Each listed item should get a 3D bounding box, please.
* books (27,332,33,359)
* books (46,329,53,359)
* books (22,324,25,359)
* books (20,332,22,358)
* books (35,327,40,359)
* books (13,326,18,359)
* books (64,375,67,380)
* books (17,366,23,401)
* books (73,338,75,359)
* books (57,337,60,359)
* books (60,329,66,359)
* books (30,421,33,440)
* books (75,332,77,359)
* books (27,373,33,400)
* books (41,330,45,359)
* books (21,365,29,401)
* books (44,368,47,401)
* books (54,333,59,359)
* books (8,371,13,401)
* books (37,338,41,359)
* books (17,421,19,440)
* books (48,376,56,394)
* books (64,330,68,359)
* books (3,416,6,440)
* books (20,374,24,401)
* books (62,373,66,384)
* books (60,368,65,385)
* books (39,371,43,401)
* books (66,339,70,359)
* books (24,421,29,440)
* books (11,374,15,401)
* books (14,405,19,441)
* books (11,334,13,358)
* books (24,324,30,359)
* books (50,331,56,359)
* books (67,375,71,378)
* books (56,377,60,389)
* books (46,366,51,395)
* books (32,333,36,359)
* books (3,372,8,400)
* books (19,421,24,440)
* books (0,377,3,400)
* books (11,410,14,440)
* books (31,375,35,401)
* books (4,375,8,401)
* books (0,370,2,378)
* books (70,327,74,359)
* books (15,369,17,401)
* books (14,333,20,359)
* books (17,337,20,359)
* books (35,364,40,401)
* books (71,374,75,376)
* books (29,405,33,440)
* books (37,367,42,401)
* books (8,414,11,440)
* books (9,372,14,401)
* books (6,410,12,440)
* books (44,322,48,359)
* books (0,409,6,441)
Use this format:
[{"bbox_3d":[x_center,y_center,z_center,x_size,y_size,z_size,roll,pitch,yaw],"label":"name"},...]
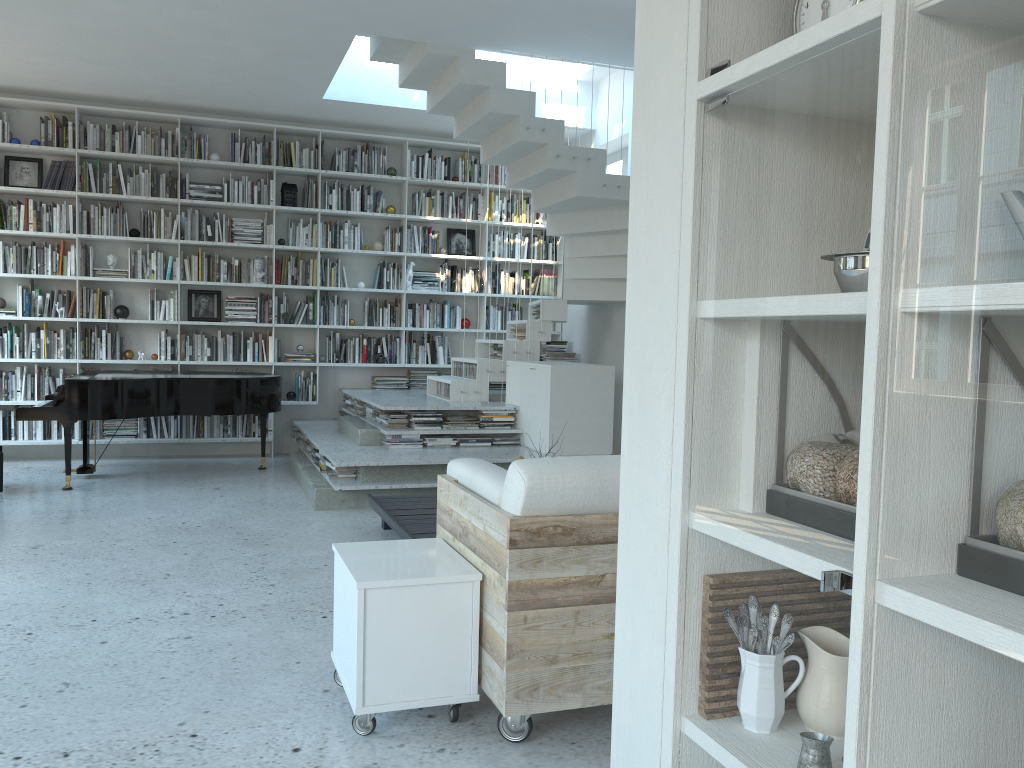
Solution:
[{"bbox_3d":[-4.289,-0.344,7.910,0.045,0.230,0.138,0,4,-19],"label":"books"},{"bbox_3d":[-4.137,-0.357,7.933,0.028,0.261,0.181,0,4,-19],"label":"books"},{"bbox_3d":[-4.320,-0.378,7.865,0.019,0.300,0.179,0,4,-19],"label":"books"},{"bbox_3d":[-4.357,-0.345,7.890,0.016,0.231,0.136,0,4,-19],"label":"books"},{"bbox_3d":[-4.229,-0.369,7.910,0.014,0.282,0.150,0,4,-19],"label":"books"},{"bbox_3d":[-4.385,-0.371,7.840,0.007,0.286,0.182,0,4,-19],"label":"books"},{"bbox_3d":[-4.029,0.031,8.034,0.030,0.227,0.140,0,4,-19],"label":"books"},{"bbox_3d":[-4.381,-0.007,7.897,0.027,0.300,0.142,0,4,-19],"label":"books"},{"bbox_3d":[-3.959,-0.321,8.033,0.023,0.187,0.130,0,4,-19],"label":"books"},{"bbox_3d":[-4.071,-0.324,7.983,0.023,0.194,0.140,0,4,-19],"label":"books"},{"bbox_3d":[-4.032,-0.359,7.971,0.021,0.266,0.185,0,4,-19],"label":"books"},{"bbox_3d":[-4.287,0.361,7.940,0.025,0.266,0.159,0,4,-19],"label":"books"},{"bbox_3d":[-3.934,-0.346,8.012,0.010,0.240,0.174,0,4,-19],"label":"books"},{"bbox_3d":[-4.308,0.024,7.928,0.031,0.239,0.132,0,4,-19],"label":"books"},{"bbox_3d":[-4.184,-0.354,7.928,0.026,0.254,0.176,0,4,-19],"label":"books"},{"bbox_3d":[-4.333,-0.009,7.894,0.039,0.307,0.172,0,4,-19],"label":"books"},{"bbox_3d":[-4.177,-0.001,7.964,0.022,0.291,0.137,0,4,-19],"label":"books"},{"bbox_3d":[-4.093,-0.342,7.971,0.025,0.229,0.153,0,4,-19],"label":"books"},{"bbox_3d":[-4.441,0.015,7.855,0.013,0.257,0.189,0,4,-19],"label":"books"},{"bbox_3d":[-4.207,-0.318,7.912,0.029,0.182,0.190,0,4,-19],"label":"books"},{"bbox_3d":[-4.400,0.369,7.923,0.022,0.246,0.134,0,4,-19],"label":"books"},{"bbox_3d":[-4.127,0.037,7.981,0.059,0.216,0.177,0,4,-19],"label":"books"},{"bbox_3d":[-4.023,-0.357,7.994,0.013,0.260,0.142,0,4,-19],"label":"books"},{"bbox_3d":[-4.499,0.389,7.884,0.022,0.206,0.158,0,4,-19],"label":"books"},{"bbox_3d":[-4.364,0.027,7.908,0.012,0.233,0.148,0,4,-19],"label":"books"},{"bbox_3d":[-4.037,0.027,7.994,0.011,0.240,0.174,0,4,-19],"label":"books"},{"bbox_3d":[-4.062,0.001,8.012,0.025,0.288,0.130,0,4,-19],"label":"books"},{"bbox_3d":[-4.217,0.017,7.961,0.029,0.255,0.152,0,4,-19],"label":"books"},{"bbox_3d":[-3.998,-0.317,8.005,0.041,0.181,0.141,0,4,-19],"label":"books"},{"bbox_3d":[-4.326,0.361,7.926,0.031,0.266,0.186,0,4,-19],"label":"books"},{"bbox_3d":[-4.416,0.029,7.874,0.028,0.229,0.157,0,4,-19],"label":"books"},{"bbox_3d":[-4.409,0.343,7.895,0.013,0.301,0.183,0,4,-19],"label":"books"},{"bbox_3d":[-4.416,-0.335,7.866,0.016,0.211,0.145,0,4,-19],"label":"books"},{"bbox_3d":[-4.309,-0.381,7.881,0.012,0.306,0.189,0,4,-19],"label":"books"},{"bbox_3d":[-4.113,-0.351,7.947,0.028,0.249,0.158,0,4,-19],"label":"books"},{"bbox_3d":[-3.990,0.034,8.003,0.023,0.228,0.190,0,4,-19],"label":"books"},{"bbox_3d":[-4.092,0.043,8.013,0.030,0.203,0.141,0,4,-19],"label":"books"},{"bbox_3d":[-4.159,-0.005,7.964,0.013,0.301,0.172,0,4,-19],"label":"books"},{"bbox_3d":[-4.250,-0.343,7.906,0.027,0.230,0.158,0,4,-19],"label":"books"},{"bbox_3d":[-4.494,0.018,7.870,0.022,0.248,0.133,0,4,-19],"label":"books"},{"bbox_3d":[-4.368,0.393,7.909,0.030,0.202,0.168,0,4,-19],"label":"books"},{"bbox_3d":[-4.516,0.042,7.860,0.025,0.200,0.136,0,4,-19],"label":"books"},{"bbox_3d":[-4.434,0.364,7.904,0.027,0.257,0.160,0,4,-19],"label":"books"},{"bbox_3d":[-4.279,0.031,7.935,0.028,0.225,0.134,0,4,-19],"label":"books"},{"bbox_3d":[-4.460,0.032,7.848,0.028,0.223,0.188,0,4,-19],"label":"books"},{"bbox_3d":[-4.533,0.010,7.829,0.029,0.266,0.171,0,4,-19],"label":"books"},{"bbox_3d":[-3.965,-0.368,7.993,0.014,0.286,0.179,0,4,-19],"label":"books"},{"bbox_3d":[-4.402,0.006,7.898,0.013,0.274,0.146,0,4,-19],"label":"books"},{"bbox_3d":[-4.377,-0.338,7.852,0.015,0.219,0.190,0,4,-19],"label":"books"},{"bbox_3d":[-4.361,-0.322,7.854,0.016,0.189,0.183,0,4,-19],"label":"books"},{"bbox_3d":[-4.239,-0.017,7.923,0.014,0.325,0.170,0,4,-19],"label":"books"},{"bbox_3d":[-3.979,0.028,8.045,0.026,0.236,0.140,0,4,-19],"label":"books"},{"bbox_3d":[-4.311,0.341,7.949,0.014,0.304,0.139,0,4,-19],"label":"books"},{"bbox_3d":[-4.230,-0.003,7.936,0.012,0.295,0.176,0,4,-19],"label":"books"},{"bbox_3d":[-4.455,0.382,7.892,0.022,0.221,0.163,0,4,-19],"label":"books"},{"bbox_3d":[-4.429,0.018,7.855,0.010,0.253,0.177,0,4,-19],"label":"books"},{"bbox_3d":[-4.479,0.366,7.893,0.022,0.252,0.139,0,4,-19],"label":"books"},{"bbox_3d":[-4.163,-0.388,7.931,0.021,0.323,0.171,0,4,-19],"label":"books"},{"bbox_3d":[-4.514,0.360,7.859,0.023,0.266,0.177,0,4,-19],"label":"books"}]
